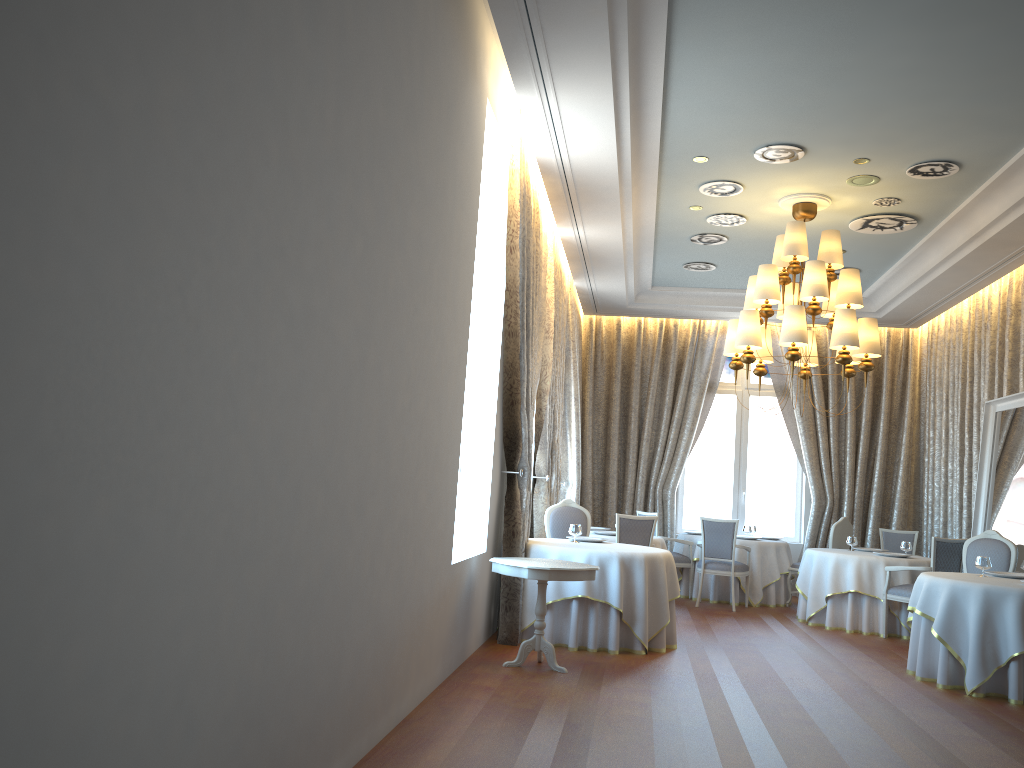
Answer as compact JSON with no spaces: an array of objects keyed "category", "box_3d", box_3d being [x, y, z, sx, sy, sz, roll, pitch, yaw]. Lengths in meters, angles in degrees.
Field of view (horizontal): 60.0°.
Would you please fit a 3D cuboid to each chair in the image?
[{"category":"chair","box_3d":[1.210,1.970,9.675,0.650,1.108,0.629,6,-7,-16]},{"category":"chair","box_3d":[4.208,1.946,8.126,0.690,1.233,0.563,8,-8,-31]},{"category":"chair","box_3d":[4.058,2.345,11.675,0.563,1.233,0.690,10,-9,-41]},{"category":"chair","box_3d":[2.637,2.244,11.174,0.650,1.108,0.629,1,-7,23]},{"category":"chair","box_3d":[4.924,2.428,11.367,0.650,1.108,0.629,0,-7,28]},{"category":"chair","box_3d":[4.348,2.147,9.291,0.650,1.108,0.629,7,-7,-21]},{"category":"chair","box_3d":[2.041,2.298,12.000,0.629,1.108,0.650,7,-7,-26]},{"category":"chair","box_3d":[0.642,1.795,9.001,0.563,1.233,0.690,6,-7,-16]}]

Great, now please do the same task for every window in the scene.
[{"category":"window","box_3d":[3.565,0.732,13.764,1.881,3.306,0.196,3,-7,9]}]

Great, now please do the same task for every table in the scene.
[{"category":"table","box_3d":[4.167,2.412,10.266,1.663,0.890,1.667,1,-7,22]},{"category":"table","box_3d":[0.713,1.923,8.150,1.663,0.890,1.667,4,-7,-3]},{"category":"table","box_3d":[1.087,2.249,10.742,1.667,0.890,1.663,4,-7,2]},{"category":"table","box_3d":[3.045,2.564,12.266,1.667,0.890,1.663,1,-7,27]},{"category":"table","box_3d":[0.219,1.747,6.657,0.761,0.801,0.760,10,-9,-42]},{"category":"table","box_3d":[4.115,2.053,7.199,1.663,0.890,1.667,4,-7,-3]}]

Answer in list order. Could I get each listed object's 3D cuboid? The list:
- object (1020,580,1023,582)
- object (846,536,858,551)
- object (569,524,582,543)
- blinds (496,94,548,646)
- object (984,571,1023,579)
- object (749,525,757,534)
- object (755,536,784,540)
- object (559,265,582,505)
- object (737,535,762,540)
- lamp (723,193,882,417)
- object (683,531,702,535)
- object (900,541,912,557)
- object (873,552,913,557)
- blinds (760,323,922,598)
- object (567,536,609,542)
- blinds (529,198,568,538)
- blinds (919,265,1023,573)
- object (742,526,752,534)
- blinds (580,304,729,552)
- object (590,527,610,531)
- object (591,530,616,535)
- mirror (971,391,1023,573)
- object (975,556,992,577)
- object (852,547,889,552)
[{"category":"object","box_3d":[4.140,1.541,6.802,0.419,0.036,0.419,3,-7,7]},{"category":"object","box_3d":[4.069,1.912,10.612,0.128,0.165,0.128,3,-7,9]},{"category":"object","box_3d":[0.595,1.403,8.331,0.128,0.165,0.128,5,-7,-9]},{"category":"blinds","box_3d":[0.133,-0.127,8.142,0.315,4.930,2.204,3,-7,8]},{"category":"object","box_3d":[4.312,1.652,7.651,0.419,0.036,0.419,3,-7,7]},{"category":"object","box_3d":[3.409,2.094,12.590,0.128,0.165,0.128,3,-7,9]},{"category":"object","box_3d":[3.553,2.134,12.290,0.419,0.036,0.419,3,-7,7]},{"category":"object","box_3d":[0.861,0.497,12.691,0.386,4.901,2.121,3,-7,9]},{"category":"object","box_3d":[3.131,2.056,11.872,0.419,0.036,0.419,3,-7,7]},{"category":"lamp","box_3d":[2.830,-0.766,8.670,1.373,2.121,1.373,10,-9,-44]},{"category":"object","box_3d":[2.570,2.060,12.249,0.419,0.036,0.419,3,-7,7]},{"category":"object","box_3d":[4.515,1.891,10.156,0.128,0.165,0.128,3,-7,9]},{"category":"object","box_3d":[4.264,1.911,9.927,0.419,0.036,0.419,3,-7,7]},{"category":"blinds","box_3d":[4.881,0.788,13.148,2.476,4.901,0.386,3,-7,9]},{"category":"object","box_3d":[0.734,1.510,8.615,0.419,0.036,0.419,3,-7,7]},{"category":"blinds","box_3d":[0.498,0.178,10.555,0.335,4.969,2.257,3,-7,9]},{"category":"blinds","box_3d":[5.695,0.568,10.896,0.238,4.819,4.439,3,-7,9]},{"category":"object","box_3d":[3.232,2.035,12.189,0.128,0.165,0.128,3,-7,9]},{"category":"blinds","box_3d":[2.041,0.637,13.574,2.535,4.901,0.386,3,-7,9]},{"category":"object","box_3d":[1.042,1.837,11.254,0.419,0.036,0.419,3,-7,7]},{"category":"object","box_3d":[1.117,1.736,10.330,0.419,0.036,0.419,3,-7,7]},{"category":"mirror","box_3d":[5.003,1.330,8.657,0.385,2.564,2.251,3,-7,9]},{"category":"object","box_3d":[4.005,1.552,7.535,0.128,0.165,0.128,-1,-8,38]},{"category":"object","box_3d":[4.340,2.010,10.738,0.419,0.036,0.419,3,-7,7]}]
